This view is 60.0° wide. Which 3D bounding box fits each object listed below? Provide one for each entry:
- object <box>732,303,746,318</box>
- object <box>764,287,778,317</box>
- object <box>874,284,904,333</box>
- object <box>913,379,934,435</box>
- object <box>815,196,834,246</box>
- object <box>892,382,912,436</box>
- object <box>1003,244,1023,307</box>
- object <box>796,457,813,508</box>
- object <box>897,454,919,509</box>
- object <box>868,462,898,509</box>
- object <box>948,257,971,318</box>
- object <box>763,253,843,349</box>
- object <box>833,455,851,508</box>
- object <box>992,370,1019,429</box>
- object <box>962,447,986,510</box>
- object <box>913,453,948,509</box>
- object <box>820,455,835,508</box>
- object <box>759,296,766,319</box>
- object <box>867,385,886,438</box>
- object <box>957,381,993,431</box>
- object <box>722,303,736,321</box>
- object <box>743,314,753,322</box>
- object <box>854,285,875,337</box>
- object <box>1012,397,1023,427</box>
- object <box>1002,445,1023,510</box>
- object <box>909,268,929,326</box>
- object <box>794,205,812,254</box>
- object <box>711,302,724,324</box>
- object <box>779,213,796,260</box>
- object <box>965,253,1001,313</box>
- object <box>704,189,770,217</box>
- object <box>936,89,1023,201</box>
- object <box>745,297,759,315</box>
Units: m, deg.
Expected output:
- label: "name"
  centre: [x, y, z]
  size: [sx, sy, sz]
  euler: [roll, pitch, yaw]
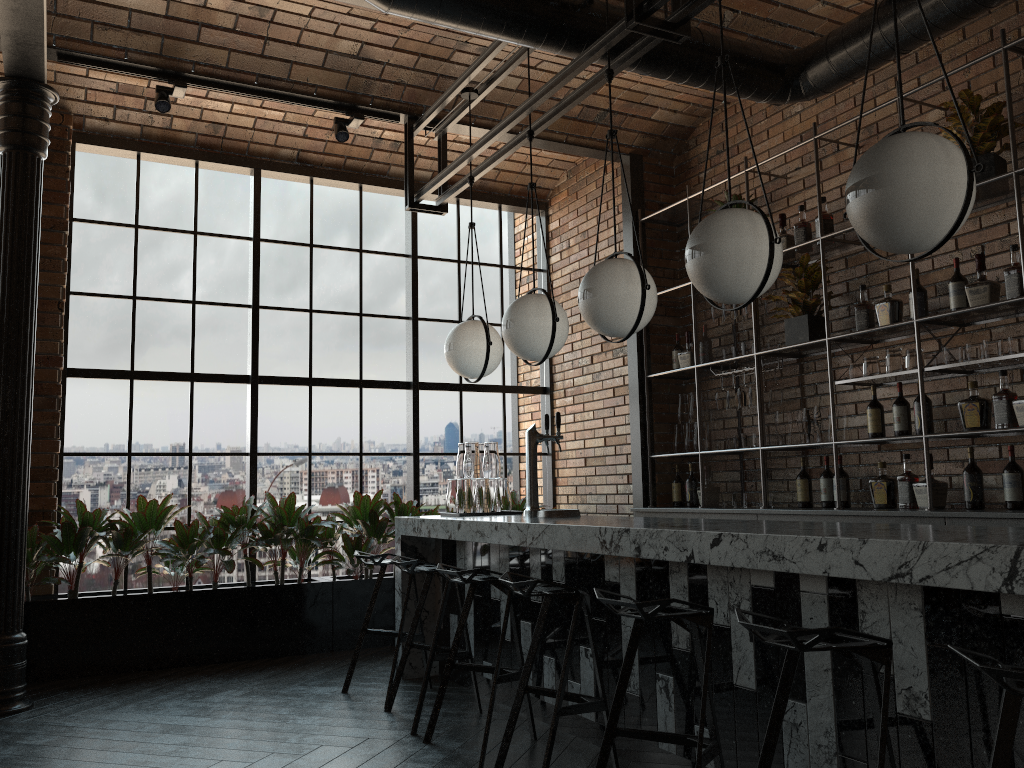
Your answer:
- label: "object"
  centre: [1.441, -0.547, 5.618]
  size: [0.092, 0.244, 0.092]
  euler: [2, -7, -22]
- label: "object"
  centre: [1.635, -0.553, 5.602]
  size: [0.092, 0.244, 0.092]
  euler: [2, -7, -22]
- label: "object"
  centre: [2.003, -0.404, 4.713]
  size: [0.094, 0.248, 0.151]
  euler: [2, -8, -24]
- label: "object"
  centre: [2.090, 0.119, 4.511]
  size: [0.086, 0.297, 0.086]
  euler: [-4, -7, 21]
- label: "object"
  centre: [1.808, -0.944, 5.136]
  size: [0.083, 0.282, 0.083]
  euler: [0, -7, -12]
- label: "object"
  centre: [2.046, 0.137, 4.657]
  size: [0.086, 0.298, 0.086]
  euler: [-4, -7, 21]
- label: "object"
  centre: [2.328, -0.504, 4.091]
  size: [0.083, 0.282, 0.083]
  euler: [2, -8, -27]
- label: "object"
  centre: [1.716, 0.578, 5.208]
  size: [0.086, 0.299, 0.086]
  euler: [-4, -7, 21]
- label: "object"
  centre: [2.041, 0.501, 4.568]
  size: [0.083, 0.282, 0.083]
  euler: [2, -8, -27]
- label: "object"
  centre: [1.970, 0.537, 4.702]
  size: [0.094, 0.248, 0.151]
  euler: [4, -9, -38]
- label: "object"
  centre: [2.196, -0.477, 4.362]
  size: [0.086, 0.298, 0.086]
  euler: [-4, -7, 21]
- label: "object"
  centre: [1.727, -0.479, 5.196]
  size: [0.425, 0.526, 0.430]
  euler: [1, -7, -15]
- label: "object"
  centre: [1.844, 0.545, 4.965]
  size: [0.086, 0.298, 0.086]
  euler: [-4, -7, 21]
- label: "object"
  centre: [2.291, 0.075, 4.118]
  size: [0.083, 0.282, 0.083]
  euler: [2, -8, -27]
- label: "object"
  centre: [2.194, 0.448, 4.221]
  size: [0.086, 0.297, 0.086]
  euler: [-2, -7, 6]
- label: "object"
  centre: [2.093, 0.487, 4.440]
  size: [0.123, 0.279, 0.123]
  euler: [0, -7, -14]
- label: "object"
  centre: [1.810, 0.559, 5.081]
  size: [0.086, 0.298, 0.086]
  euler: [-4, -7, 21]
- label: "object"
  centre: [1.588, -0.541, 5.693]
  size: [0.092, 0.244, 0.092]
  euler: [2, -7, -22]
- label: "object"
  centre: [1.956, 0.154, 4.774]
  size: [0.086, 0.299, 0.086]
  euler: [-4, -7, 21]
- label: "object"
  centre: [2.220, 0.111, 4.251]
  size: [0.094, 0.248, 0.151]
  euler: [4, -9, -38]
- label: "object"
  centre: [1.396, -0.535, 5.705]
  size: [0.092, 0.244, 0.092]
  euler: [2, -7, -22]
- label: "object"
  centre: [1.542, -0.529, 5.780]
  size: [0.092, 0.244, 0.092]
  euler: [2, -7, -22]
- label: "object"
  centre: [1.930, -0.403, 4.857]
  size: [0.083, 0.282, 0.083]
  euler: [5, -9, -42]
- label: "object"
  centre: [2.342, 0.061, 3.989]
  size: [0.123, 0.279, 0.123]
  euler: [0, -7, -14]
- label: "object"
  centre: [2.306, 0.428, 4.076]
  size: [0.086, 0.298, 0.086]
  euler: [-4, -7, 21]
- label: "object"
  centre: [2.094, -0.448, 4.571]
  size: [0.086, 0.298, 0.086]
  euler: [-4, -7, 21]
- label: "object"
  centre: [1.732, -0.925, 5.282]
  size: [0.083, 0.282, 0.083]
  euler: [5, -9, -42]
- label: "object"
  centre: [1.345, -0.523, 5.802]
  size: [0.092, 0.244, 0.092]
  euler: [2, -7, -22]
- label: "object"
  centre: [1.661, -0.904, 5.422]
  size: [0.123, 0.279, 0.123]
  euler: [4, -9, -38]
- label: "object"
  centre: [2.242, -0.483, 4.227]
  size: [0.123, 0.279, 0.123]
  euler: [4, -9, -38]
- label: "object"
  centre: [1.492, -0.992, 5.811]
  size: [0.422, 0.554, 0.377]
  euler: [4, -9, -39]
- label: "object"
  centre: [2.274, -1.174, 4.329]
  size: [0.430, 0.526, 0.425]
  euler: [2, -8, -25]
- label: "object"
  centre: [1.489, -0.559, 5.526]
  size: [0.092, 0.244, 0.092]
  euler: [2, -7, -22]
